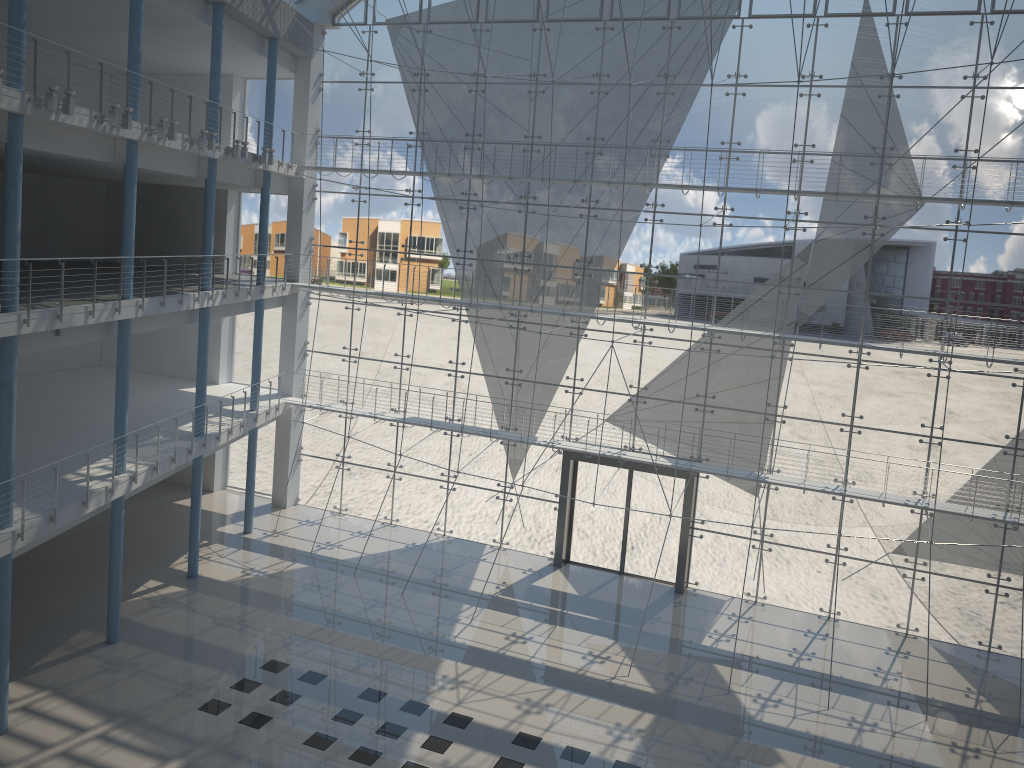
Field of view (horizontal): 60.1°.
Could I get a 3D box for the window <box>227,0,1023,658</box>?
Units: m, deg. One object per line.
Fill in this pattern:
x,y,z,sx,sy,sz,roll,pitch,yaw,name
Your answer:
0.501,-0.605,3.480,3.859,2.755,0.010,8,6,21,window
